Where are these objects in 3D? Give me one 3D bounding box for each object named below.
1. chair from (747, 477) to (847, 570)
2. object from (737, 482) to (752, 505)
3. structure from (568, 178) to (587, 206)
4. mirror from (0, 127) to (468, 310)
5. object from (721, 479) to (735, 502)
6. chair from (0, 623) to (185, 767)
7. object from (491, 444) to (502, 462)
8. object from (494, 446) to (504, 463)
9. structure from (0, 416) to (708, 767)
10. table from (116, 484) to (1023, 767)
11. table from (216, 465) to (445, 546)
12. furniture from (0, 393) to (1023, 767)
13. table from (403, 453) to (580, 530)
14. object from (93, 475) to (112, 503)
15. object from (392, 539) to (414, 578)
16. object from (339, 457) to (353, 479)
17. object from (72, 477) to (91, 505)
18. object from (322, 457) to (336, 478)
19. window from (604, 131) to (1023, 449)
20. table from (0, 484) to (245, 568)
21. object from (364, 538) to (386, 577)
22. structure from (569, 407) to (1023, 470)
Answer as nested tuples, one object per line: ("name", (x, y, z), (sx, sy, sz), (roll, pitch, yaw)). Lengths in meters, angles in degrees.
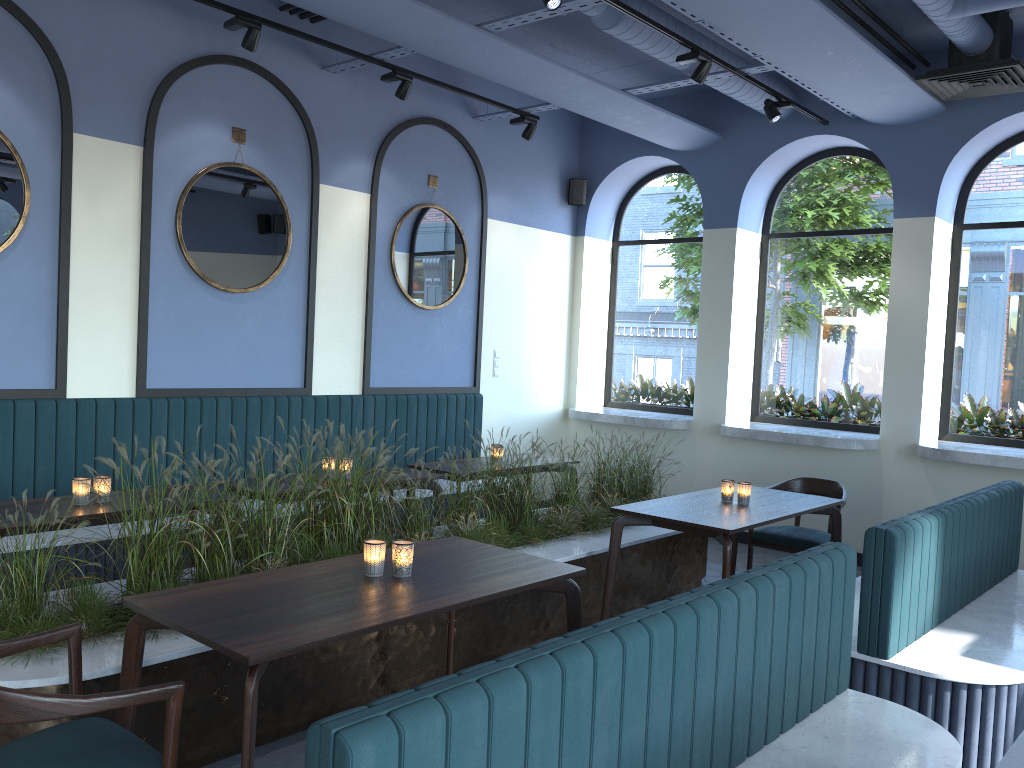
("chair", (1.883, 1.029, 5.764), (0.618, 0.793, 0.525), (5, 3, 40))
("object", (1.303, 0.614, 4.979), (0.078, 0.120, 0.078), (1, 3, -32))
("structure", (-0.740, -1.639, 2.086), (7.261, 0.268, 13.143), (4, 3, 24))
("mirror", (-1.805, -1.152, 5.918), (0.026, 1.089, 4.357), (5, 3, 41))
("object", (1.226, 0.608, 5.039), (0.078, 0.120, 0.078), (1, 3, -32))
("chair", (-1.185, 1.032, 2.238), (0.618, 0.793, 0.525), (5, 3, 40))
("object", (-0.110, 0.490, 6.281), (0.078, 0.120, 0.078), (4, 3, 24))
("object", (-0.098, 0.495, 6.184), (0.078, 0.120, 0.078), (4, 3, 24))
("structure", (-0.391, 0.756, 4.689), (1.143, 1.207, 4.878), (5, 3, 42))
("table", (0.164, 1.167, 1.010), (3.997, 0.755, 9.778), (4, 3, 25))
("table", (-1.037, 0.929, 5.216), (0.548, 0.755, 1.332), (5, 3, 41))
("furniture", (-0.136, 0.807, 4.467), (4.703, 1.150, 4.800), (5, 3, 41))
("table", (-0.118, 0.928, 6.271), (0.548, 0.755, 1.332), (5, 3, 41))
("object", (-1.925, 0.494, 4.165), (0.078, 0.120, 0.078), (1, 3, -32))
("object", (-0.384, 0.613, 3.114), (0.078, 0.120, 0.078), (4, 3, 24))
("object", (-0.977, 0.494, 5.213), (0.078, 0.120, 0.078), (4, 3, 24))
("object", (-1.985, 0.494, 4.088), (0.078, 0.120, 0.078), (1, 3, -32))
("object", (-1.074, 0.490, 5.201), (0.078, 0.120, 0.078), (4, 3, 24))
("window", (2.725, -0.561, 1.897), (3.897, 2.394, 14.212), (3, 2, 2))
("table", (-1.942, 0.930, 4.175), (0.548, 0.755, 1.285), (5, 3, 41))
("object", (-0.481, 0.608, 3.102), (0.078, 0.120, 0.078), (4, 3, 24))
("structure", (2.445, 0.653, 1.939), (4.315, 0.080, 14.155), (3, 2, 2))
